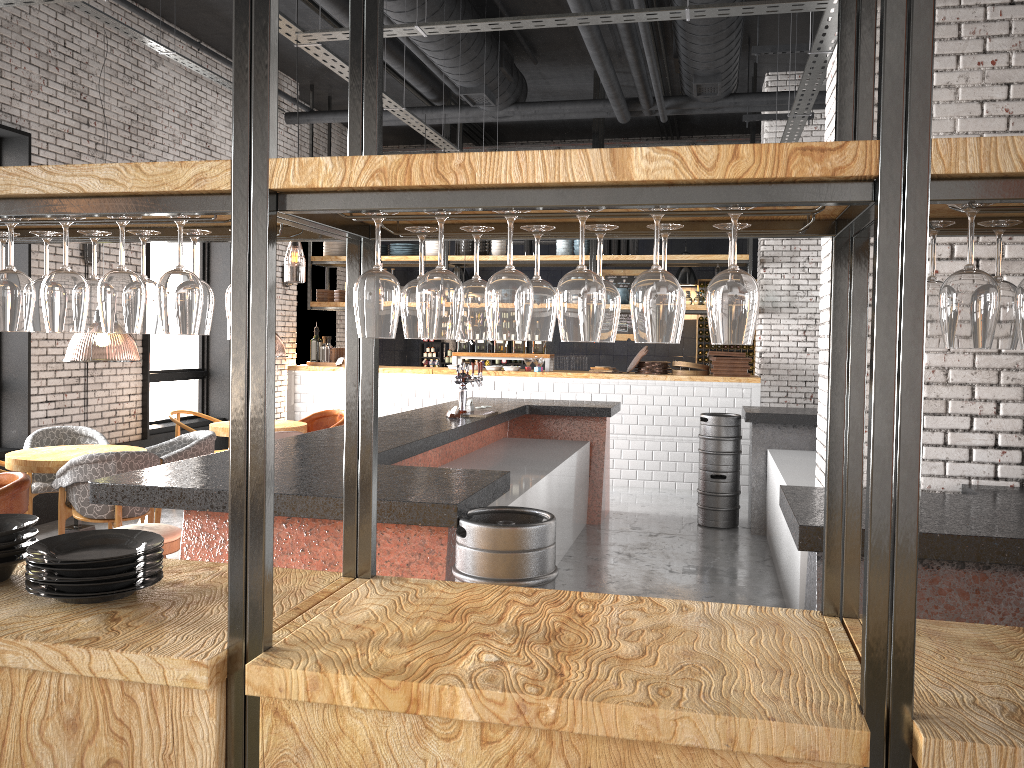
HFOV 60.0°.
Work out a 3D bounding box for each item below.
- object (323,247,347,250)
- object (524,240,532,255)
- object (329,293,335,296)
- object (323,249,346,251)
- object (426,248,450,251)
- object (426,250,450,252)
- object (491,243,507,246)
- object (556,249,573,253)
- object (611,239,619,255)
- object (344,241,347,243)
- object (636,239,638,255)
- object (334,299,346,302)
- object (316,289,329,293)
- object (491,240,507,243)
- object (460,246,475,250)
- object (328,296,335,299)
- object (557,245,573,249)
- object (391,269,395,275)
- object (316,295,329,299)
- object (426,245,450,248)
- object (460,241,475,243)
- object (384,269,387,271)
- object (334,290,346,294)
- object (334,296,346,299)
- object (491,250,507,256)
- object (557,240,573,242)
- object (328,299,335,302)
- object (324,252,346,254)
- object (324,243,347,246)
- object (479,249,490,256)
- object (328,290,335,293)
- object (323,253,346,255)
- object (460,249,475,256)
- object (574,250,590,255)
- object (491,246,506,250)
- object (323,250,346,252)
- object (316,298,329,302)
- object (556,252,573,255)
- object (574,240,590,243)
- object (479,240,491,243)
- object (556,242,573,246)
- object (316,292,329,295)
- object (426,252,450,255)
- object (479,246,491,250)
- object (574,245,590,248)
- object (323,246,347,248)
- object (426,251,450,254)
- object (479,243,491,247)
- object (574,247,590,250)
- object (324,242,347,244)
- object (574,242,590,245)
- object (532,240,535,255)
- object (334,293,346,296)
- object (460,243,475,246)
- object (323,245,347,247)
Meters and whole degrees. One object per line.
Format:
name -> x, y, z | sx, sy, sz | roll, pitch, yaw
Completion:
object -> -2.373, -1.809, 11.952 | 0.335, 0.038, 0.335 | 3, 4, 38
object -> 0.207, -1.853, 11.317 | 0.098, 0.471, 0.098 | 2, 2, 35
object -> -2.455, -1.209, 12.121 | 0.157, 0.053, 0.168 | 2, 3, 13
object -> -2.373, -1.790, 11.952 | 0.334, 0.042, 0.335 | 0, 3, -27
object -> -0.979, -1.749, 11.638 | 0.335, 0.039, 0.335 | 0, 3, -21
object -> -0.980, -1.730, 11.637 | 0.334, 0.040, 0.335 | 0, 3, -23
object -> -0.168, -1.770, 11.454 | 0.196, 0.104, 0.196 | -1, 3, -42
object -> 0.668, -1.679, 11.265 | 0.210, 0.069, 0.210 | 0, 3, -22
object -> 1.278, -1.812, 10.998 | 0.098, 0.458, 0.098 | 2, 2, 35
object -> -2.370, -1.903, 11.950 | 0.335, 0.042, 0.335 | 1, 3, 9
object -> 1.522, -1.811, 11.082 | 0.098, 0.458, 0.098 | 1, 2, -10
object -> -2.333, -1.120, 11.985 | 0.157, 0.053, 0.168 | 2, 3, 18
object -> -2.526, -1.240, 11.875 | 0.157, 0.053, 0.168 | 2, 3, 13
object -> -0.169, -1.815, 11.459 | 0.196, 0.103, 0.196 | 2, 3, 29
object -> -0.586, -1.738, 11.554 | 0.196, 0.104, 0.196 | 0, 3, -23
object -> -2.456, -1.173, 12.122 | 0.157, 0.053, 0.168 | 2, 3, 13
object -> 0.672, -1.723, 11.266 | 0.210, 0.074, 0.210 | 0, 3, -13
object -> -1.606, -1.315, 11.942 | 0.098, 0.471, 0.098 | 1, 2, -10
object -> -2.527, -1.163, 11.877 | 0.157, 0.053, 0.168 | 2, 3, 13
object -> -0.978, -1.784, 11.636 | 0.335, 0.039, 0.335 | 2, 3, 20
object -> -0.582, -1.826, 11.550 | 0.196, 0.100, 0.196 | 0, 3, -22
object -> -1.711, -1.318, 11.966 | 0.098, 0.471, 0.098 | 1, 2, -10
object -> -2.331, -1.242, 11.982 | 0.157, 0.053, 0.168 | 2, 3, 18
object -> -2.332, -1.164, 11.984 | 0.157, 0.053, 0.168 | 2, 3, 18
object -> -0.170, -1.682, 11.456 | 0.196, 0.105, 0.196 | 1, 3, -9
object -> 0.670, -1.809, 11.258 | 0.210, 0.076, 0.210 | 0, 3, -13
object -> -2.457, -1.129, 12.123 | 0.157, 0.053, 0.168 | 2, 3, 13
object -> -2.374, -1.751, 11.953 | 0.334, 0.039, 0.335 | 1, 3, 0
object -> -2.371, -1.863, 11.950 | 0.335, 0.035, 0.335 | 0, 3, -11
object -> -0.379, -1.688, 11.511 | 0.196, 0.104, 0.196 | -1, 3, -41
object -> -2.455, -1.251, 12.120 | 0.157, 0.053, 0.168 | 2, 3, 13
object -> -2.374, -1.732, 11.955 | 0.335, 0.042, 0.335 | -1, 4, -39
object -> -0.585, -1.694, 11.556 | 0.196, 0.102, 0.196 | 2, 3, 25
object -> 0.887, -1.643, 11.190 | 0.218, 0.085, 0.219 | 0, 3, -18
object -> -0.171, -1.726, 11.457 | 0.196, 0.104, 0.196 | 1, 3, -11
object -> -2.373, -1.771, 11.954 | 0.335, 0.044, 0.335 | 0, 3, -21
object -> -2.528, -1.118, 11.878 | 0.157, 0.053, 0.168 | 2, 3, 13
object -> 0.668, -1.636, 11.266 | 0.210, 0.065, 0.210 | 3, 3, 30
object -> 0.887, -1.772, 11.190 | 0.219, 0.092, 0.218 | -1, 3, -37
object -> -0.377, -1.820, 11.502 | 0.196, 0.102, 0.196 | 2, 3, 23
object -> 0.667, -1.766, 11.262 | 0.210, 0.078, 0.210 | 3, 3, 35
object -> -2.526, -1.199, 11.876 | 0.157, 0.053, 0.168 | 2, 3, 13
object -> -0.980, -1.692, 11.640 | 0.335, 0.045, 0.334 | 1, 3, -7
object -> -0.378, -1.732, 11.507 | 0.196, 0.101, 0.196 | 3, 3, 32
object -> 0.885, -1.708, 11.188 | 0.218, 0.092, 0.219 | 1, 3, 3
object -> -2.373, -1.825, 11.952 | 0.335, 0.043, 0.335 | -1, 4, -38
object -> -0.979, -1.710, 11.638 | 0.335, 0.037, 0.335 | 0, 3, -21
object -> -0.376, -1.776, 11.500 | 0.196, 0.107, 0.196 | 0, 3, -16
object -> 0.893, -1.676, 11.189 | 0.218, 0.093, 0.219 | 1, 3, -4
object -> -2.372, -1.883, 11.949 | 0.334, 0.040, 0.335 | 1, 3, 3
object -> 0.886, -1.740, 11.191 | 0.219, 0.092, 0.218 | -1, 4, -41
object -> 0.312, -1.850, 11.293 | 0.098, 0.471, 0.098 | 2, 2, 35
object -> -2.331, -1.200, 11.983 | 0.157, 0.053, 0.168 | 2, 3, 18
object -> -0.584, -1.782, 11.553 | 0.196, 0.102, 0.196 | 3, 3, 42
object -> -2.371, -1.844, 11.950 | 0.335, 0.038, 0.335 | 3, 3, 33
